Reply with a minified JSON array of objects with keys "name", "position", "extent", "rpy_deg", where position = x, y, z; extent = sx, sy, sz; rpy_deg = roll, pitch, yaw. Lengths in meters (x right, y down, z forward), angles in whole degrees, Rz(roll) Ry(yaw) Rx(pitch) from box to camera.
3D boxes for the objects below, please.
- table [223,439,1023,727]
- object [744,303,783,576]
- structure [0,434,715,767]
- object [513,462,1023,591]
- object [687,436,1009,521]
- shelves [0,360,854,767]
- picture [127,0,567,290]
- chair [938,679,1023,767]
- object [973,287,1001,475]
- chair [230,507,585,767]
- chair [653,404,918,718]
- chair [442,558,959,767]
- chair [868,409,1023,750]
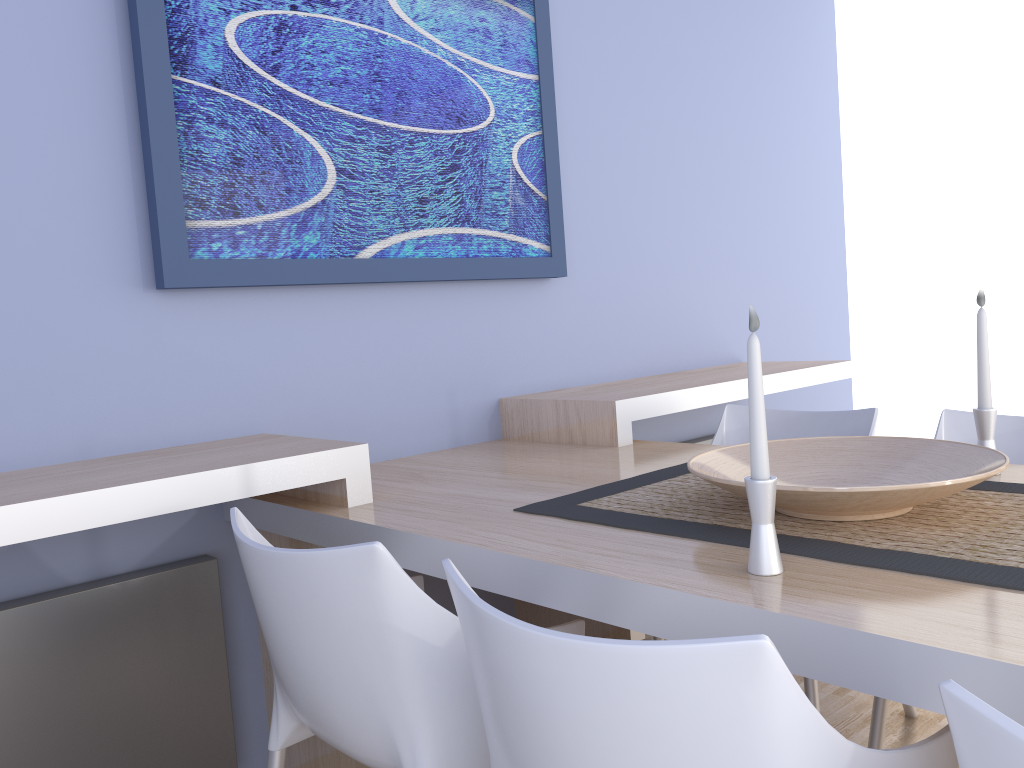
[{"name":"table","position":[0.499,0.564,1.574],"extent":[1.002,0.718,2.340],"rpy_deg":[-8,5,-42]},{"name":"object","position":[0.318,0.070,1.144],"extent":[0.045,0.349,0.045],"rpy_deg":[-4,4,0]},{"name":"structure","position":[-0.403,0.605,2.270],"extent":[3.843,0.503,0.064],"rpy_deg":[-8,5,-42]},{"name":"object","position":[0.551,0.204,1.476],"extent":[0.594,0.005,0.986],"rpy_deg":[-8,5,-42]},{"name":"object","position":[0.544,0.162,1.472],"extent":[0.493,0.081,0.493],"rpy_deg":[-6,4,-23]},{"name":"shelves","position":[-0.337,0.527,2.086],"extent":[3.901,0.840,0.463],"rpy_deg":[-8,5,-42]},{"name":"picture","position":[-0.339,-0.719,2.323],"extent":[1.252,0.901,0.049],"rpy_deg":[-8,5,-42]},{"name":"chair","position":[0.603,0.587,0.606],"extent":[0.486,0.793,0.510],"rpy_deg":[-8,5,-42]},{"name":"object","position":[0.879,-0.006,1.651],"extent":[0.045,0.349,0.045],"rpy_deg":[-8,5,-42]},{"name":"chair","position":[-0.168,0.583,1.457],"extent":[0.486,0.793,0.510],"rpy_deg":[-8,5,-42]},{"name":"chair","position":[0.656,0.468,2.248],"extent":[0.486,0.793,0.510],"rpy_deg":[-8,5,-42]},{"name":"chair","position":[0.217,0.585,1.032],"extent":[0.486,0.793,0.510],"rpy_deg":[-8,5,-42]},{"name":"chair","position":[1.050,0.470,1.813],"extent":[0.486,0.793,0.510],"rpy_deg":[-8,5,-41]}]
